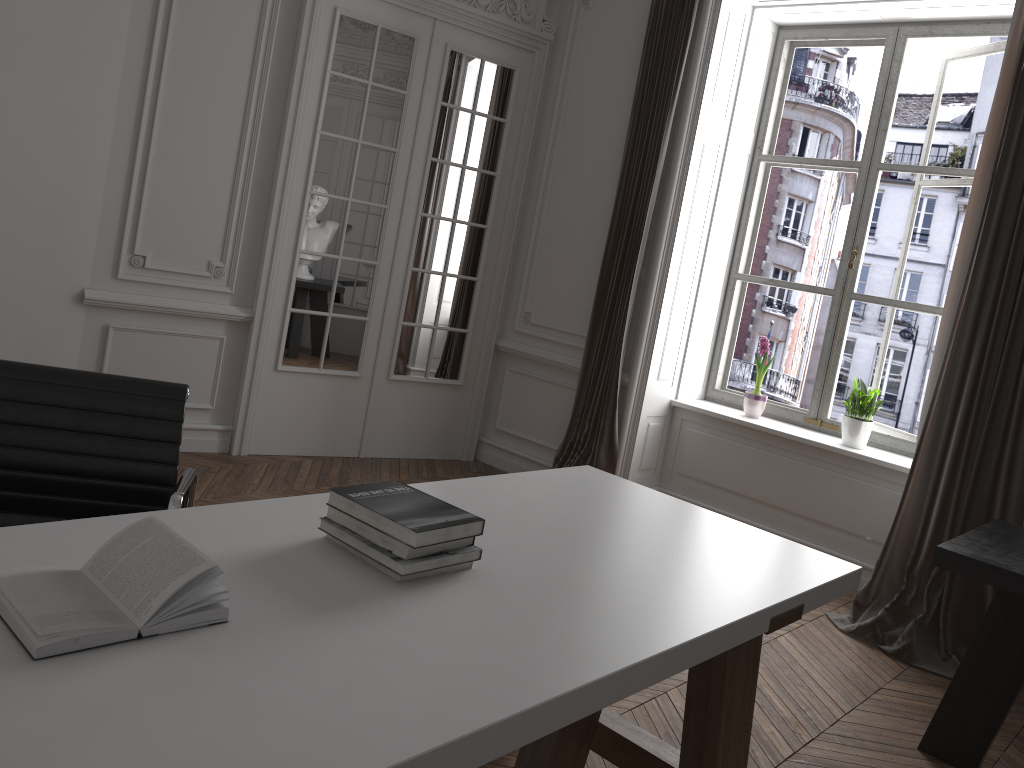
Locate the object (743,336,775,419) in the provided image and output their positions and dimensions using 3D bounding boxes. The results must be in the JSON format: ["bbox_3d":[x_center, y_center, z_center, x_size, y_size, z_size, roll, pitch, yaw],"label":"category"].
[{"bbox_3d":[1.438,-0.039,5.126,0.129,0.473,0.130,11,4,1],"label":"object"}]

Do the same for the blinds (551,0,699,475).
[{"bbox_3d":[0.598,-0.818,4.995,0.308,3.086,0.586,7,6,-44],"label":"blinds"}]

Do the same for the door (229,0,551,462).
[{"bbox_3d":[-0.674,-0.884,5.249,1.557,2.721,0.086,7,5,-34],"label":"door"}]

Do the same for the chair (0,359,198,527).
[{"bbox_3d":[-1.038,0.471,1.879,0.690,0.918,0.675,8,6,-23],"label":"chair"}]

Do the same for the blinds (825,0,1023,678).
[{"bbox_3d":[1.996,-0.366,3.705,0.784,3.085,0.341,13,5,35],"label":"blinds"}]

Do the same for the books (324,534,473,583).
[{"bbox_3d":[-0.229,0.329,1.779,0.244,0.022,0.190,18,11,42],"label":"books"}]

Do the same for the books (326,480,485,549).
[{"bbox_3d":[-0.213,0.255,1.763,0.261,0.032,0.191,17,11,38],"label":"books"}]

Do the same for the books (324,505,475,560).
[{"bbox_3d":[-0.224,0.282,1.772,0.242,0.028,0.190,17,11,38],"label":"books"}]

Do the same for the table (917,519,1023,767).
[{"bbox_3d":[1.732,0.944,2.712,0.775,0.745,0.765,16,8,40],"label":"table"}]

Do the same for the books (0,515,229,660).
[{"bbox_3d":[-0.602,0.290,1.328,0.229,0.095,0.278,17,11,42],"label":"books"}]

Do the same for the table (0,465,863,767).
[{"bbox_3d":[-0.346,0.725,1.617,0.910,0.744,2.614,16,10,40],"label":"table"}]

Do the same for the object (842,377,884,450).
[{"bbox_3d":[1.854,0.154,4.700,0.216,0.367,0.285,12,6,19],"label":"object"}]

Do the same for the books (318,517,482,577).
[{"bbox_3d":[-0.224,0.309,1.766,0.261,0.022,0.211,18,11,40],"label":"books"}]

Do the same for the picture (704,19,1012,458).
[{"bbox_3d":[-0.349,-1.191,2.080,13.322,4.777,13.217,16,9,32],"label":"picture"}]
